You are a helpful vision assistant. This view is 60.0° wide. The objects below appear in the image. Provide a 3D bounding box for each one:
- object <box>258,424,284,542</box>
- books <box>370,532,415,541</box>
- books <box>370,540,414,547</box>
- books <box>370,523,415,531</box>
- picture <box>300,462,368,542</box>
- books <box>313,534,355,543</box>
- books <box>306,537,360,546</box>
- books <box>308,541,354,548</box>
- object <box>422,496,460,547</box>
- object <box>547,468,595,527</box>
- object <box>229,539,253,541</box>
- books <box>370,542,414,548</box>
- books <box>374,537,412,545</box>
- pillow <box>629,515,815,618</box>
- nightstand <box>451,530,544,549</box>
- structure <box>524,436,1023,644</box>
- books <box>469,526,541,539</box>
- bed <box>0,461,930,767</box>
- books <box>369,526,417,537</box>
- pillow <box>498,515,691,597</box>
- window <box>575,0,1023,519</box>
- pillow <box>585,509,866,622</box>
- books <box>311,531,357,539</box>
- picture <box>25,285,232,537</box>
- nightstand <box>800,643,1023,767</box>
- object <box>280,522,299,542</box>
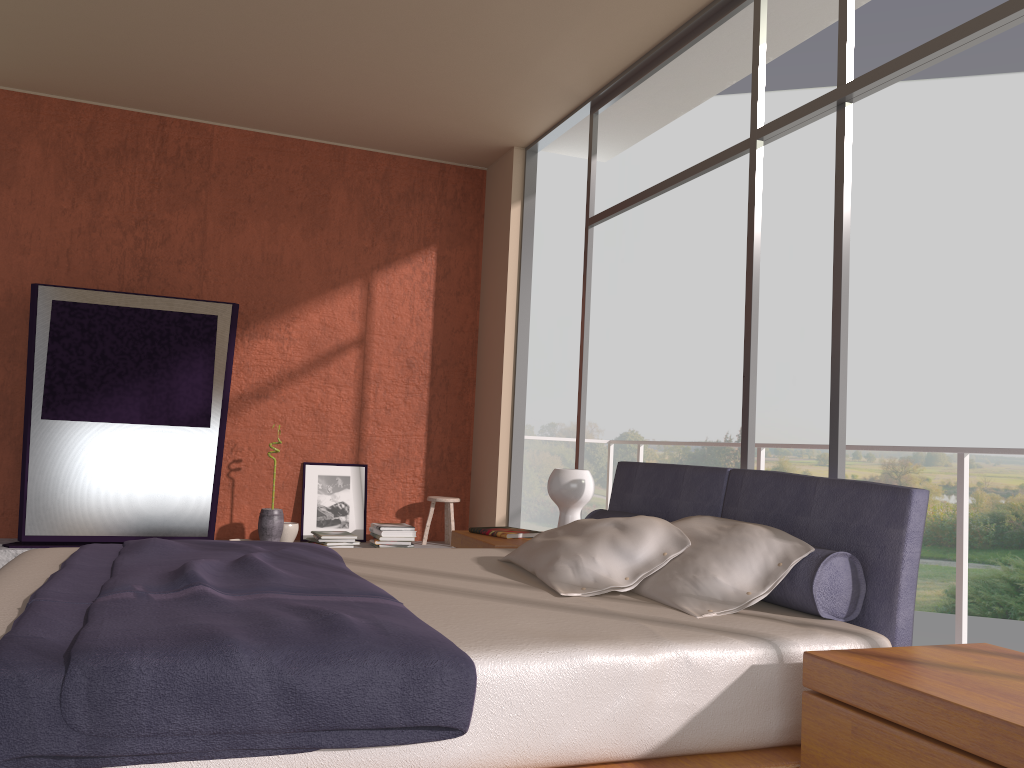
[{"bbox_3d":[-1.584,0.669,5.892,0.165,0.810,0.165,3,-4,2],"label":"object"},{"bbox_3d":[-0.826,1.052,6.124,0.247,0.027,0.328,4,-4,-20],"label":"books"},{"bbox_3d":[-0.831,1.101,6.126,0.247,0.018,0.287,4,-4,-21],"label":"books"},{"bbox_3d":[-0.825,0.989,6.134,0.247,0.025,0.287,4,-4,-21],"label":"books"},{"bbox_3d":[-1.260,0.841,6.302,0.458,0.550,0.117,4,-4,-21],"label":"picture"},{"bbox_3d":[-1.204,1.042,5.999,0.247,0.025,0.287,4,-4,-19],"label":"books"},{"bbox_3d":[-1.213,1.065,6.010,0.247,0.018,0.328,6,-5,-36],"label":"books"},{"bbox_3d":[-1.223,1.087,5.996,0.247,0.025,0.287,5,-5,-24],"label":"books"},{"bbox_3d":[-0.490,0.995,6.409,0.260,0.349,0.257,0,-5,38],"label":"object"},{"bbox_3d":[0.274,0.571,4.170,0.224,0.338,0.224,3,-4,-10],"label":"object"},{"bbox_3d":[-1.791,1.050,5.850,0.152,0.040,0.152,2,-4,14],"label":"object"},{"bbox_3d":[-0.830,1.119,6.119,0.247,0.018,0.328,4,-4,-20],"label":"books"},{"bbox_3d":[-0.824,1.079,6.103,0.247,0.025,0.287,4,-4,-10],"label":"books"},{"bbox_3d":[0.553,0.553,2.767,0.400,0.265,0.791,4,-4,-18],"label":"pillow"},{"bbox_3d":[0.058,1.018,4.257,0.562,0.556,0.628,4,-4,-21],"label":"nightstand"},{"bbox_3d":[1.782,0.704,2.852,0.728,1.005,7.689,4,-4,-21],"label":"structure"},{"bbox_3d":[-0.027,0.729,4.359,0.247,0.025,0.287,6,-5,-40],"label":"books"},{"bbox_3d":[-0.334,0.695,2.719,2.462,0.959,2.017,4,-4,-21],"label":"bed"},{"bbox_3d":[-0.825,1.020,6.126,0.247,0.038,0.319,5,-5,-24],"label":"books"},{"bbox_3d":[0.250,0.567,3.032,0.431,0.264,0.869,4,-4,-13],"label":"pillow"},{"bbox_3d":[1.527,-0.315,2.598,0.075,3.133,6.106,4,-4,-21],"label":"window"},{"bbox_3d":[0.639,0.590,3.092,0.205,0.201,1.470,4,-4,-21],"label":"pillow"},{"bbox_3d":[-1.206,1.022,6.005,0.247,0.018,0.328,5,-5,-24],"label":"books"},{"bbox_3d":[-2.377,0.183,5.509,1.129,1.496,0.126,4,-4,-21],"label":"picture"},{"bbox_3d":[1.022,0.887,1.802,0.562,0.556,0.628,4,-4,-21],"label":"nightstand"},{"bbox_3d":[-1.555,1.020,6.067,0.179,0.137,0.180,3,-4,-9],"label":"object"}]
